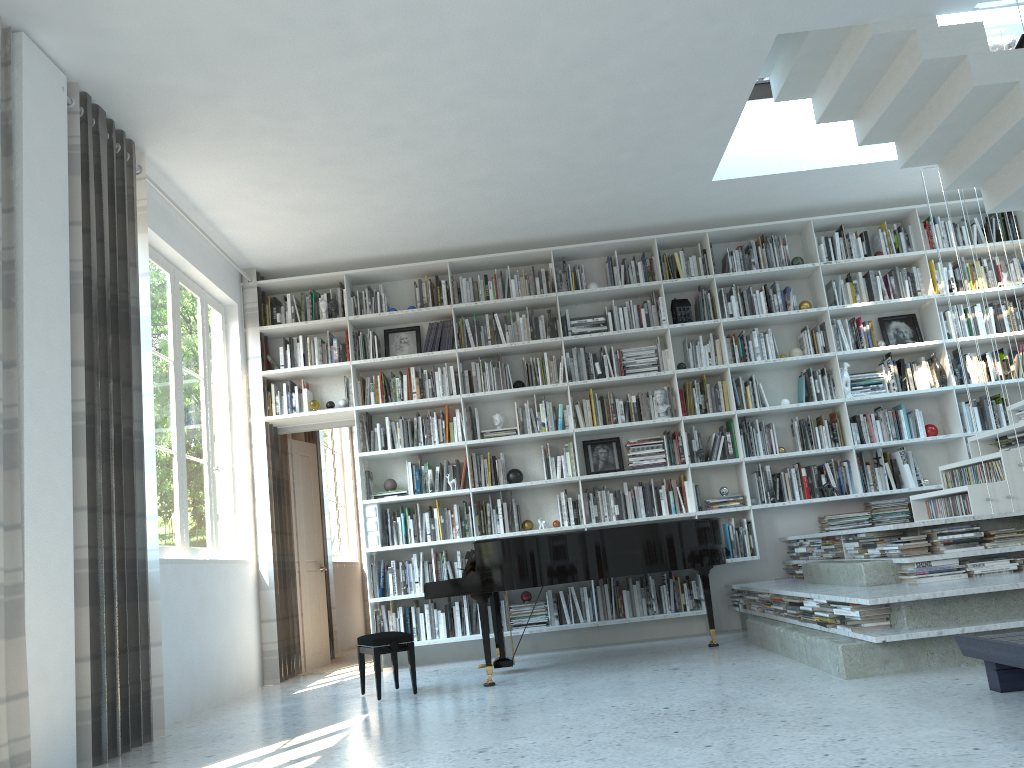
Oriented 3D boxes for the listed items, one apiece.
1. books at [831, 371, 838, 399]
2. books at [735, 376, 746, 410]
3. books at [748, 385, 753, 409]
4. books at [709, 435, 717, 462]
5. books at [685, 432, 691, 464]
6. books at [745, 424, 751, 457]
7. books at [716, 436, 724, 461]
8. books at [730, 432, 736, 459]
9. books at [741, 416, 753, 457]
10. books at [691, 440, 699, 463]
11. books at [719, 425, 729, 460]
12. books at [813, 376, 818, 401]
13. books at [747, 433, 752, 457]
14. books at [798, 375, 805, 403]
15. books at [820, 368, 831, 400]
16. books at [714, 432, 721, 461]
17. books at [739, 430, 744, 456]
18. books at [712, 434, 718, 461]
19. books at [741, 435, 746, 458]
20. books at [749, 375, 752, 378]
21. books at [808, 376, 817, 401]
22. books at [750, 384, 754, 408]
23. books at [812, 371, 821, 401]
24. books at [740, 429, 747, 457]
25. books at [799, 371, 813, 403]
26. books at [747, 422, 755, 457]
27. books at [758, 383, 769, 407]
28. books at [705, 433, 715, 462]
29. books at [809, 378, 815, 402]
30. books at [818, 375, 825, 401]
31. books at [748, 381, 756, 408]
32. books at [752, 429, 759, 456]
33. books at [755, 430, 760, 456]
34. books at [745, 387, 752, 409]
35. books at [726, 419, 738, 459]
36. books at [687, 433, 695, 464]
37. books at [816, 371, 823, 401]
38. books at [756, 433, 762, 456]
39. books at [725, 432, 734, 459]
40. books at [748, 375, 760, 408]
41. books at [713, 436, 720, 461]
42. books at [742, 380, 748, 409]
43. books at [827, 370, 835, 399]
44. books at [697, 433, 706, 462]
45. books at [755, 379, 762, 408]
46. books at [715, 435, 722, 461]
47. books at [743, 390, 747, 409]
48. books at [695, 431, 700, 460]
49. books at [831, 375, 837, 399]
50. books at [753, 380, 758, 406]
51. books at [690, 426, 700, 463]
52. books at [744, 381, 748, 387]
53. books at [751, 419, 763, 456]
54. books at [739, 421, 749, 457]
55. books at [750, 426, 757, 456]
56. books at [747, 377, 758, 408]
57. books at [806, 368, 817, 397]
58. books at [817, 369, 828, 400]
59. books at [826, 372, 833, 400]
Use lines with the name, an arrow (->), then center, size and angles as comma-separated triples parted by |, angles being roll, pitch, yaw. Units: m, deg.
books -> 2.547, 0.031, 7.039 | 0.010, 0.245, 0.159 | -6, -11, 1
books -> 1.811, 0.095, 7.035 | 0.013, 0.278, 0.192 | -6, -11, 1
books -> 1.881, 0.126, 7.051 | 0.014, 0.209, 0.157 | -6, -11, 1
books -> 1.567, 0.524, 6.973 | 0.089, 0.210, 0.176 | -6, -11, 1
books -> 1.372, 0.521, 7.001 | 0.024, 0.263, 0.154 | -6, -11, 1
books -> 1.840, 0.457, 6.986 | 0.006, 0.281, 0.155 | -6, -11, 1
books -> 1.626, 0.523, 6.984 | 0.091, 0.205, 0.169 | -6, -11, 1
books -> 1.722, 0.497, 6.981 | 0.021, 0.226, 0.148 | -6, -11, 1
books -> 1.856, 0.429, 7.009 | 0.007, 0.341, 0.149 | -6, -11, 1
books -> 1.428, 0.545, 6.970 | 0.027, 0.191, 0.182 | -6, -11, 1
books -> 1.673, 0.475, 6.996 | 0.013, 0.285, 0.139 | -6, -11, 1
books -> 2.394, 0.060, 7.057 | 0.007, 0.229, 0.147 | -6, -11, 1
books -> 1.854, 0.495, 6.986 | 0.013, 0.204, 0.154 | -6, -11, 1
books -> 2.303, 0.065, 7.055 | 0.056, 0.240, 0.154 | -6, -11, 1
books -> 2.474, 0.023, 7.033 | 0.012, 0.273, 0.184 | -6, -11, 1
books -> 1.607, 0.507, 6.989 | 0.094, 0.238, 0.150 | -6, -11, 1
books -> 1.789, 0.469, 6.982 | 0.010, 0.266, 0.158 | -6, -11, 1
books -> 1.582, 0.519, 6.995 | 0.095, 0.225, 0.144 | -6, -11, 1
books -> 1.806, 0.508, 6.984 | 0.015, 0.188, 0.168 | -6, -11, 1
books -> 1.938, 0.084, 7.101 | 0.011, 0.300, 0.089 | -6, -11, 1
books -> 2.372, 0.064, 7.040 | 0.013, 0.218, 0.187 | -6, -11, 1
books -> 1.891, 0.122, 7.044 | 0.007, 0.211, 0.158 | -6, -11, 1
books -> 2.404, 0.039, 7.045 | 0.018, 0.262, 0.165 | -6, -11, 1
books -> 1.816, 0.484, 6.998 | 0.011, 0.238, 0.136 | -6, -11, 1
books -> 2.339, 0.047, 7.050 | 0.021, 0.264, 0.174 | -6, -11, 1
books -> 1.871, 0.451, 6.979 | 0.005, 0.283, 0.159 | -6, -11, 1
books -> 1.981, 0.112, 7.032 | 0.051, 0.210, 0.177 | -6, -11, 1
books -> 1.548, 0.516, 6.970 | 0.095, 0.228, 0.190 | -6, -11, 1
books -> 2.363, 0.070, 7.038 | 0.006, 0.209, 0.188 | -6, -11, 1
books -> 2.436, 0.053, 7.035 | 0.012, 0.224, 0.178 | -6, -11, 1
books -> 1.902, 0.108, 7.058 | 0.017, 0.242, 0.133 | -6, -11, 1
books -> 1.895, 0.475, 6.966 | 0.011, 0.226, 0.188 | -6, -11, 1
books -> 1.908, 0.480, 6.977 | 0.013, 0.218, 0.161 | -6, -11, 1
books -> 1.859, 0.132, 7.024 | 0.017, 0.191, 0.192 | -6, -11, 1
books -> 1.734, 0.447, 6.988 | 0.014, 0.324, 0.183 | -6, -11, 1
books -> 1.398, 0.523, 6.996 | 0.028, 0.252, 0.143 | -6, -11, 1
books -> 2.421, 0.039, 7.046 | 0.015, 0.259, 0.152 | -6, -11, 1
books -> 1.922, 0.493, 6.969 | 0.013, 0.186, 0.184 | -6, -11, 1
books -> 1.696, 0.499, 6.970 | 0.029, 0.222, 0.171 | -6, -11, 1
books -> 1.926, 0.083, 7.059 | 0.013, 0.287, 0.159 | -6, -11, 1
books -> 1.594, 0.523, 6.988 | 0.090, 0.211, 0.143 | -6, -11, 1
books -> 1.841, 0.109, 7.061 | 0.013, 0.255, 0.145 | -6, -11, 1
books -> 2.513, 0.030, 7.034 | 0.011, 0.252, 0.169 | -6, -11, 1
books -> 1.482, 0.517, 7.000 | 0.035, 0.248, 0.141 | -6, -11, 1
books -> 1.950, 0.098, 7.063 | 0.007, 0.253, 0.161 | -6, -11, 1
books -> 1.613, 0.521, 6.996 | 0.090, 0.214, 0.139 | -6, -11, 1
books -> 1.830, 0.140, 7.049 | 0.014, 0.192, 0.147 | -6, -11, 1
books -> 1.458, 0.511, 7.001 | 0.012, 0.265, 0.157 | -6, -11, 1
books -> 2.532, 0.051, 7.045 | 0.023, 0.211, 0.164 | -6, -11, 1
books -> 1.917, 0.091, 7.058 | 0.006, 0.273, 0.167 | -6, -11, 1
books -> 1.443, 0.490, 6.996 | 0.013, 0.306, 0.141 | -6, -11, 1
books -> 1.869, 0.111, 7.055 | 0.008, 0.242, 0.169 | -6, -11, 1
books -> 1.929, 0.437, 6.978 | 0.014, 0.296, 0.175 | -6, -11, 1
books -> 1.827, 0.452, 6.989 | 0.018, 0.294, 0.178 | -6, -11, 1
books -> 1.882, 0.467, 6.978 | 0.013, 0.248, 0.165 | -6, -11, 1
books -> 1.911, 0.092, 7.052 | 0.006, 0.269, 0.178 | -6, -11, 1
books -> 2.381, 0.029, 7.062 | 0.013, 0.295, 0.154 | -6, -11, 1
books -> 2.453, 0.030, 7.055 | 0.032, 0.274, 0.155 | -6, -11, 1
books -> 2.502, 0.039, 7.051 | 0.013, 0.244, 0.159 | -6, -11, 1
